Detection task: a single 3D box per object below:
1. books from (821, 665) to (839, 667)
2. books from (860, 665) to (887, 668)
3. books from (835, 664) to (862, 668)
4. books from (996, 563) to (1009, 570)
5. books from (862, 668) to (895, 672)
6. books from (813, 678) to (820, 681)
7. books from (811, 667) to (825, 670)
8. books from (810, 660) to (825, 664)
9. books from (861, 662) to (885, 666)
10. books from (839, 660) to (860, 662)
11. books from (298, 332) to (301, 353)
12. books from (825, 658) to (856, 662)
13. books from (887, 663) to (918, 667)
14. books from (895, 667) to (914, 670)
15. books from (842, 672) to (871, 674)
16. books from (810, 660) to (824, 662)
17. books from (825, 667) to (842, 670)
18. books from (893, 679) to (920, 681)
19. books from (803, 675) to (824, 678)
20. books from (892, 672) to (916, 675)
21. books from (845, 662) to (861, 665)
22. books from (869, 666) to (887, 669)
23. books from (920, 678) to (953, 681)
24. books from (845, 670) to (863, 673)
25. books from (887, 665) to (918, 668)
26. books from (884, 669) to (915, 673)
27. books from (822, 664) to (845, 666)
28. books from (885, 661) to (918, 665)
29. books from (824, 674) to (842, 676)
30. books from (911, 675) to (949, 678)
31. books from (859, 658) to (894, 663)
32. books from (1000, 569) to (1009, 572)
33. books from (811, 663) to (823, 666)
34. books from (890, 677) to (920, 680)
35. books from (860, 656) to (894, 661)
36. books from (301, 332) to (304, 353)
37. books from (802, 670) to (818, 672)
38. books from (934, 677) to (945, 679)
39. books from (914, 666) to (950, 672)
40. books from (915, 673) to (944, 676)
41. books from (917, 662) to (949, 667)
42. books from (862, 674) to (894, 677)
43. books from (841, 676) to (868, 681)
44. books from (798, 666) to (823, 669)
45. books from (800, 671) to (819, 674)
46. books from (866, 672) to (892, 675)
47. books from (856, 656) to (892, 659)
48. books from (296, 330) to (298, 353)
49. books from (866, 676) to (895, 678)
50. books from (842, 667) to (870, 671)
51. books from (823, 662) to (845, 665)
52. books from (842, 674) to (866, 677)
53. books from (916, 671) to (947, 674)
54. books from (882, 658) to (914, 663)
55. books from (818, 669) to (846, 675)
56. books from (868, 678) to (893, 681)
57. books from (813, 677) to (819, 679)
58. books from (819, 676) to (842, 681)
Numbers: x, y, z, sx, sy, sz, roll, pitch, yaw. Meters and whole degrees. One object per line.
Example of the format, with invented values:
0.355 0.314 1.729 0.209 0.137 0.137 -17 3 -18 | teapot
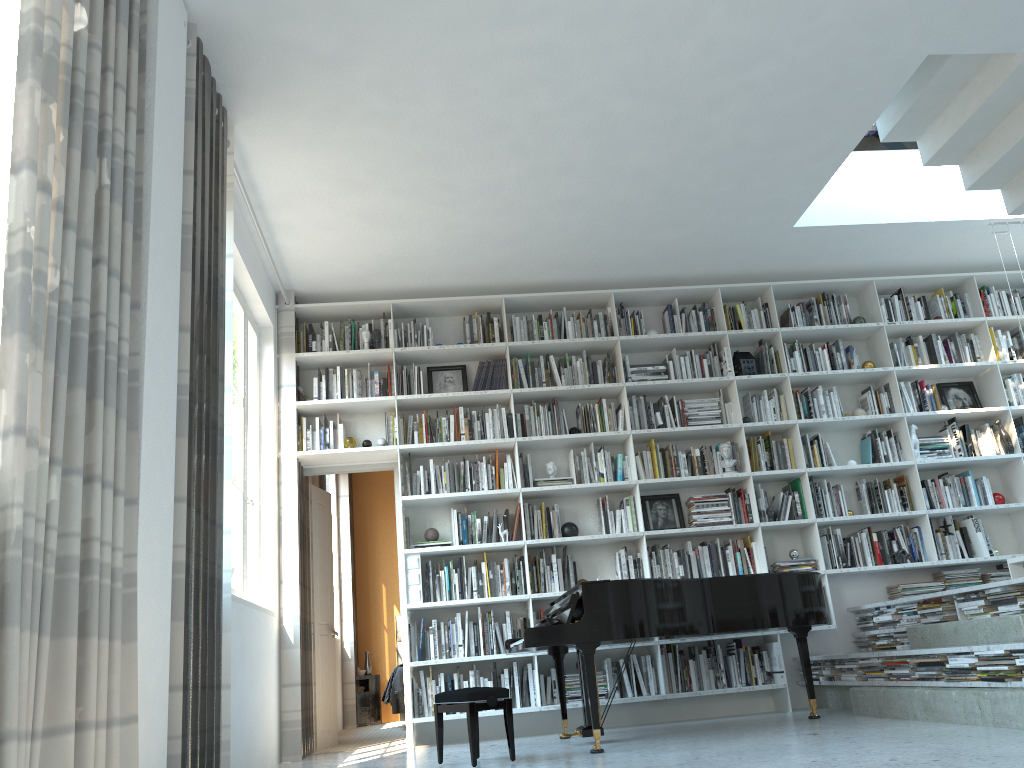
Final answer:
2.161 1.853 5.842 0.160 0.009 0.292 -4 -18 -4 | books
2.202 1.666 5.251 0.169 0.009 0.242 -2 -18 -10 | books
2.174 1.760 5.548 0.180 0.015 0.295 -3 -18 -8 | books
3.748 1.331 6.545 0.204 0.035 0.267 -4 -18 -5 | books
2.209 1.687 5.244 0.159 0.011 0.247 -2 -18 -10 | books
2.144 2.026 6.095 0.171 0.015 0.242 -3 -18 -6 | books
2.151 1.960 6.117 0.136 0.013 0.259 -3 -18 -8 | books
2.136 1.919 6.129 0.158 0.014 0.235 -3 -18 -8 | books
2.194 1.654 5.254 0.182 0.016 0.199 -5 -18 -1 | books
2.182 1.732 5.557 0.159 0.006 0.286 -4 -18 -4 | books
-1.584 -0.262 6.651 0.024 0.227 0.130 -3 -18 -6 | books
2.167 1.821 5.853 0.137 0.018 0.201 -5 -18 -2 | books
2.235 1.566 4.958 0.169 0.009 0.242 -3 -18 -6 | books
2.249 1.584 4.953 0.140 0.013 0.181 -4 -18 -5 | books
2.199 1.800 5.537 0.149 0.007 0.301 -3 -18 -6 | books
2.129 1.909 6.132 0.157 0.007 0.269 -5 -18 -1 | books
2.173 1.865 5.839 0.143 0.019 0.231 -4 -18 -5 | books
2.250 1.641 4.935 0.147 0.008 0.237 -3 -18 -7 | books
2.131 2.005 6.101 0.179 0.012 0.262 -4 -18 -3 | books
2.248 1.609 4.945 0.130 0.014 0.250 -2 -18 -11 | books
2.196 1.743 5.555 0.130 0.018 0.256 -4 -18 -3 | books
2.221 1.675 5.249 0.140 0.013 0.181 -4 -18 -3 | books
2.270 1.541 4.641 0.142 0.012 0.292 -5 -18 -2 | books
2.197 1.791 5.540 0.147 0.012 0.207 -4 -18 -5 | books
2.240 1.574 4.955 0.155 0.009 0.298 -4 -18 -5 | books
2.229 1.597 4.947 0.182 0.013 0.288 -4 -18 -5 | books
2.169 1.846 5.845 0.126 0.005 0.291 -2 -18 -11 | books
2.226 1.556 4.960 0.165 0.014 0.236 -2 -18 -11 | books
2.168 1.906 5.826 0.147 0.012 0.207 -2 -18 -11 | books
2.247 1.526 4.644 0.189 0.009 0.292 -4 -18 -3 | books
2.200 1.639 5.259 0.171 0.015 0.253 -2 -18 -9 | books
3.766 1.357 6.538 0.159 0.012 0.286 -2 -18 -10 | books
2.152 1.933 6.126 0.133 0.017 0.232 -4 -18 -5 | books
2.234 1.634 4.936 0.161 0.008 0.255 -5 -18 -1 | books
2.202 1.627 5.263 0.174 0.011 0.228 -3 -18 -7 | books
-1.560 -0.265 6.643 0.023 0.222 0.151 -3 -18 -6 | books
2.129 1.972 6.112 0.188 0.009 0.211 -3 -18 -7 | books
2.268 1.532 4.644 0.154 0.007 0.263 -4 -18 -4 | books
2.256 1.491 4.656 0.160 0.025 0.245 -2 -18 -11 | books
2.265 1.516 4.648 0.147 0.008 0.291 -2 -18 -10 | books
2.265 1.470 4.663 0.142 0.017 0.240 -2 -18 -10 | books
2.212 1.717 5.235 0.159 0.012 0.293 -2 -18 -9 | books
2.181 1.830 5.526 0.177 0.026 0.231 -4 -18 -3 | books
2.119 1.949 6.118 0.191 0.013 0.244 -2 -18 -10 | books
2.127 1.982 6.108 0.177 0.012 0.279 -2 -18 -10 | books
2.216 1.705 5.239 0.165 0.012 0.205 -3 -18 -6 | books
2.187 1.620 5.264 0.193 0.005 0.225 -2 -18 -10 | books
-1.600 -0.264 6.627 0.014 0.218 0.189 -3 -18 -6 | books
2.225 1.725 5.233 0.140 0.008 0.284 -3 -18 -8 | books
2.179 1.776 5.543 0.171 0.020 0.194 -5 -18 -2 | books
2.174 1.836 5.849 0.135 0.014 0.298 -4 -18 -5 | books
2.186 1.811 5.532 0.172 0.014 0.221 -4 -18 -5 | books
2.255 1.508 4.650 0.177 0.011 0.221 -4 -18 -4 | books
2.221 1.543 4.964 0.179 0.012 0.250 -2 -18 -9 | books
2.146 1.889 5.830 0.191 0.028 0.213 -5 -18 -2 | books
2.218 1.736 5.229 0.157 0.014 0.181 -2 -18 -9 | books
2.141 2.015 6.099 0.155 0.009 0.233 -2 -18 -11 | books
2.158 1.927 5.818 0.189 0.029 0.238 -3 -18 -6 | books
